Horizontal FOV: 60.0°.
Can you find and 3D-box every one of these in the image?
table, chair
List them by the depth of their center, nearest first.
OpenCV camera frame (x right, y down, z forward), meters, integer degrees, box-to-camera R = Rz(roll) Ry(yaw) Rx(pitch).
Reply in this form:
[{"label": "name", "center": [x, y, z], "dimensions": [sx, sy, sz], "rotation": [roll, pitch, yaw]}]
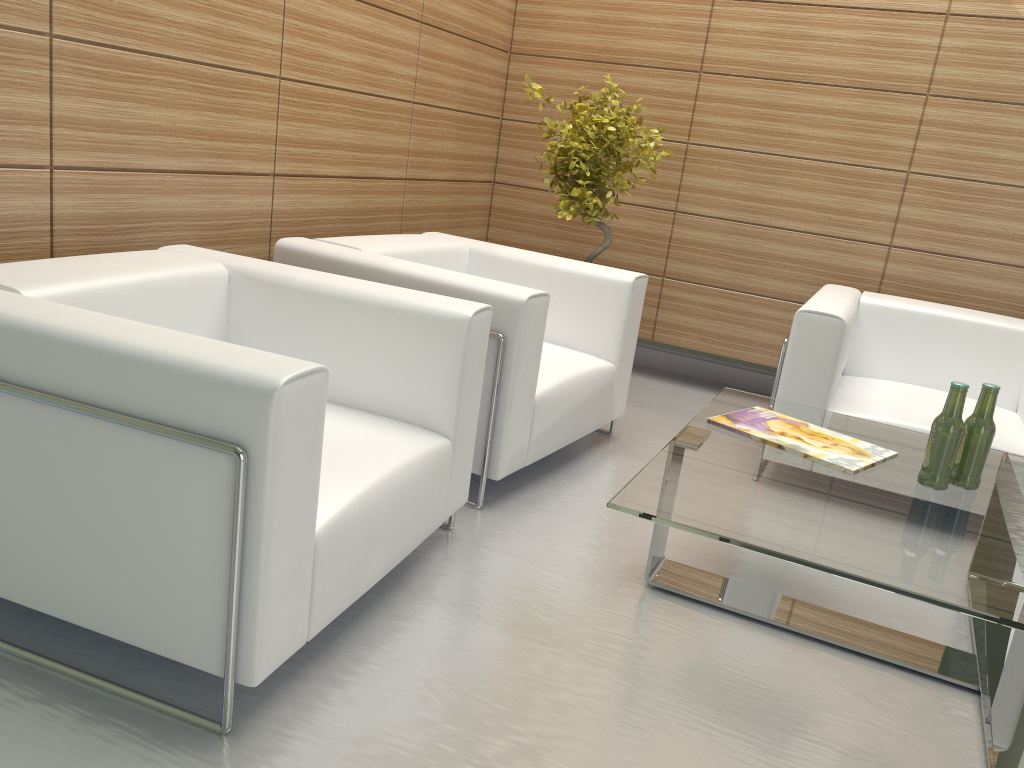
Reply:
[{"label": "chair", "center": [-1.274, 0.202, 3.816], "dimensions": [1.802, 1.234, 1.894], "rotation": [13, 16, 17]}, {"label": "table", "center": [1.546, 0.779, 3.986], "dimensions": [1.783, 0.742, 2.197], "rotation": [14, 16, 22]}, {"label": "chair", "center": [-0.305, -0.234, 5.884], "dimensions": [1.769, 1.234, 1.894], "rotation": [16, 17, 26]}, {"label": "chair", "center": [2.861, 0.143, 6.123], "dimensions": [1.894, 1.234, 1.802], "rotation": [14, 16, 22]}]

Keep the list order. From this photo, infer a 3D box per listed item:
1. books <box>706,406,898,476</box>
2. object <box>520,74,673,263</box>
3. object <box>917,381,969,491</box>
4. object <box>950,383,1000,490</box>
[{"label": "books", "center": [1.410, 0.261, 4.332], "dimensions": [0.762, 0.025, 0.508], "rotation": [21, 20, 41]}, {"label": "object", "center": [0.493, -1.177, 7.149], "dimensions": [1.201, 2.565, 1.116], "rotation": [5, 15, -9]}, {"label": "object", "center": [1.887, 0.224, 3.857], "dimensions": [0.131, 0.475, 0.131], "rotation": [5, 16, -12]}, {"label": "object", "center": [2.053, 0.230, 3.917], "dimensions": [0.131, 0.475, 0.131], "rotation": [5, 16, -12]}]
